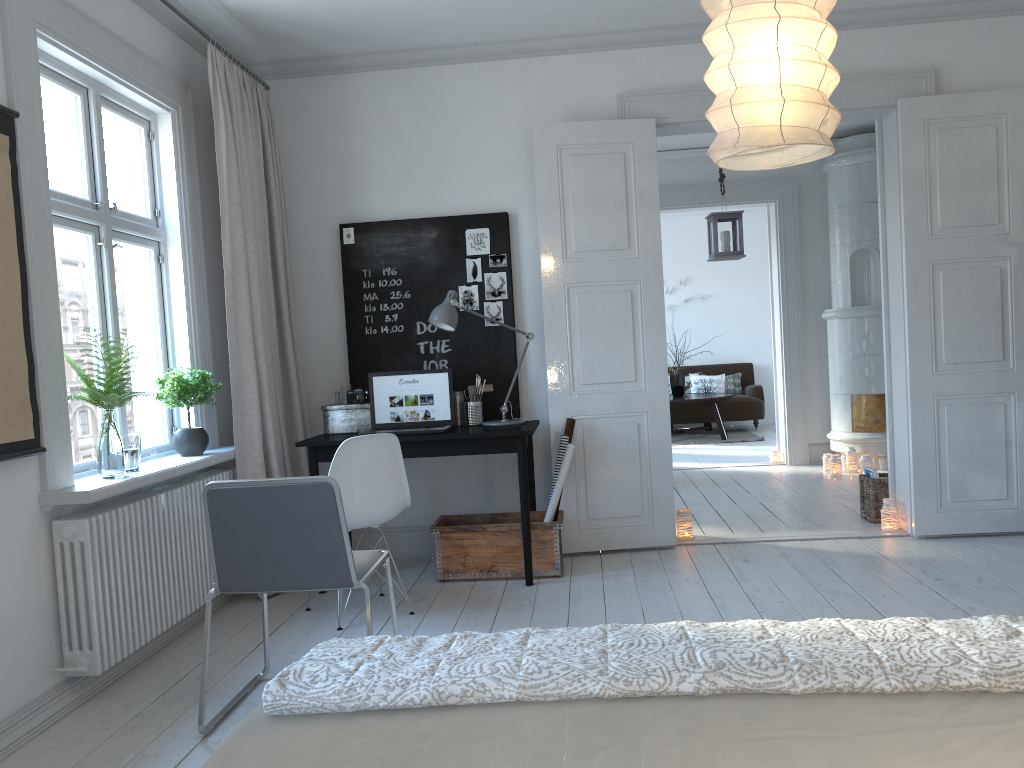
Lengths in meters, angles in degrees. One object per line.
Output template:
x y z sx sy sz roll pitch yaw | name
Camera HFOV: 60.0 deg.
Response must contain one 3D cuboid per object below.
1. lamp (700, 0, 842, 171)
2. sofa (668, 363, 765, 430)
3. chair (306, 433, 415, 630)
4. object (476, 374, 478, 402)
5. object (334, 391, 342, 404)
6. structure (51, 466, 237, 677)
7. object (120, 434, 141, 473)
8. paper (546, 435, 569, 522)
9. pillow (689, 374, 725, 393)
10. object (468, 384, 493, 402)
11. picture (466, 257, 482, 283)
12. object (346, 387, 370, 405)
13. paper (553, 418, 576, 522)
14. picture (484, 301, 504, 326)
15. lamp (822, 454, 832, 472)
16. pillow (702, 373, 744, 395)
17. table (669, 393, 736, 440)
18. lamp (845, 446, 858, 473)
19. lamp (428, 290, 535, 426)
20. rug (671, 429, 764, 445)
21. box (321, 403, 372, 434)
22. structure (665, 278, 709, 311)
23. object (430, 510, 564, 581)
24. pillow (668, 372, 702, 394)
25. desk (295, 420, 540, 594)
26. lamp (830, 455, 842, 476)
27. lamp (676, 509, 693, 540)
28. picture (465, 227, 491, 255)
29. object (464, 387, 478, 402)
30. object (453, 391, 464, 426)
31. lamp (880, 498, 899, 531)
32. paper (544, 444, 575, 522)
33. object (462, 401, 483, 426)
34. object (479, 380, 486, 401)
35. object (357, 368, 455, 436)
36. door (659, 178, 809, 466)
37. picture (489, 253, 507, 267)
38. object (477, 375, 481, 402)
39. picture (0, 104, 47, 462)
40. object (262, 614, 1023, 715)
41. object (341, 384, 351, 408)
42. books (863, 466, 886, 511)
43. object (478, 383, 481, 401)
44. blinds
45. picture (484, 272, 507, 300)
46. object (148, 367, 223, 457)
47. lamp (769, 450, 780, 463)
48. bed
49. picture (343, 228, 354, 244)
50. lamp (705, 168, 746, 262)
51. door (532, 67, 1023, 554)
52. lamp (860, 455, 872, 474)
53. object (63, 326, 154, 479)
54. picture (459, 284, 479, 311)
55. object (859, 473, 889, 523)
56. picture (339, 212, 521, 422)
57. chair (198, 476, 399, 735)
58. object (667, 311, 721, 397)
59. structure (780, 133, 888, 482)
0.645 -1.196 2.275 0.339 1.232 0.340 -1 4 36 | lamp
2.073 0.198 11.366 2.165 0.825 0.968 -3 2 5 | sofa
-0.701 0.623 3.987 0.474 0.825 0.554 -5 3 -30 | chair
-0.191 0.082 4.761 0.008 0.268 0.060 -2 3 21 | object
-0.950 0.075 4.833 0.040 0.069 0.040 -4 3 -7 | object
-1.473 0.710 3.741 0.195 0.547 1.504 -3 2 5 | structure
-1.515 0.274 3.507 0.097 0.146 0.097 -3 3 10 | object
0.214 0.609 4.644 0.266 0.669 0.043 -6 4 -40 | paper
2.493 0.010 11.314 0.471 0.309 0.188 -3 3 5 | pillow
-0.162 0.110 4.799 0.138 0.209 0.034 -4 3 -15 | object
-0.211 -0.631 4.915 0.083 0.146 0.002 -3 3 5 | picture
-0.813 0.063 4.687 0.137 0.087 0.073 -3 3 5 | object
0.244 0.563 4.709 0.297 0.747 0.048 -6 4 -40 | paper
-0.101 -0.392 4.919 0.103 0.136 0.001 -3 3 5 | picture
2.616 0.653 7.339 0.084 0.146 0.084 -3 3 9 | lamp
2.702 0.007 11.410 0.542 0.288 0.182 -3 3 6 | pillow
2.014 0.401 10.590 1.299 0.503 1.299 -4 2 -5 | table
2.762 0.616 7.226 0.098 0.210 0.098 -3 3 9 | lamp
-0.146 -0.136 4.663 0.616 0.716 0.230 -5 3 -24 | lamp
2.030 0.624 10.628 1.710 0.055 1.455 -3 2 5 | rug
-0.858 0.182 4.789 0.317 0.152 0.192 -3 2 5 | box
2.090 -1.162 11.753 1.025 0.479 0.085 -3 3 5 | structure
-0.061 0.836 4.589 0.665 0.283 0.339 -3 2 5 | object
2.209 0.033 11.415 0.473 0.348 0.158 -3 3 3 | pillow
-0.430 0.620 4.606 1.159 0.759 0.650 -3 3 5 | desk
2.596 0.652 7.109 0.089 0.166 0.089 -3 3 6 | lamp
0.990 0.805 5.082 0.089 0.166 0.089 -4 3 -3 | lamp
-0.187 -0.793 4.903 0.147 0.154 0.004 -3 3 5 | picture
-0.222 0.118 4.762 0.081 0.198 0.050 -2 3 30 | object
-0.295 0.136 4.829 0.079 0.188 0.079 -4 3 -16 | object
2.127 0.737 4.998 0.093 0.180 0.093 -4 3 -12 | lamp
0.211 0.629 4.586 0.283 0.627 0.041 -4 3 -17 | paper
-0.210 0.158 4.752 0.108 0.128 0.108 -2 3 20 | object
-0.173 0.098 4.746 0.084 0.240 0.009 -4 3 -18 | object
-0.539 0.093 4.499 0.445 0.315 0.325 -3 2 5 | object
1.726 -0.495 7.964 2.599 2.507 0.577 -3 3 5 | door
-0.079 -0.685 4.901 0.095 0.071 0.001 -3 3 5 | picture
-0.187 0.085 4.761 0.062 0.264 0.012 -6 4 -43 | object
-1.651 -0.405 2.558 0.057 1.314 0.792 -3 3 5 | picture
0.318 0.493 1.602 1.460 0.104 0.404 -3 2 5 | object
-0.901 0.071 4.762 0.056 0.130 0.167 -3 2 3 | object
2.254 0.651 5.350 0.201 0.300 0.179 -3 3 5 | books
-0.183 0.107 4.752 0.009 0.222 0.082 -1 3 34 | object
-1.222 -0.281 4.556 0.225 2.650 0.830 -3 3 5 | blinds
-0.090 -0.546 4.909 0.121 0.153 0.002 -3 3 5 | picture
-1.480 0.123 4.033 0.309 0.407 0.271 -5 3 -35 | object
2.369 0.655 7.990 0.093 0.110 0.093 -2 3 22 | lamp
0.244 0.563 0.765 1.888 1.047 2.174 -3 2 5 | bed
-0.914 -0.829 4.961 0.061 0.088 0.004 -3 3 2 | picture
1.466 -1.763 6.235 0.228 1.763 0.228 -3 3 1 | lamp
1.485 -0.380 4.962 2.599 2.507 0.577 -3 3 5 | door
2.786 0.645 6.979 0.089 0.166 0.089 -3 3 4 | lamp
-1.537 0.072 3.312 0.414 0.565 0.304 -1 3 39 | object
-0.240 -0.477 4.925 0.107 0.150 0.001 -3 3 5 | picture
2.268 0.683 5.350 0.270 0.265 0.223 -3 3 5 | object
-0.461 -0.340 4.981 0.953 1.173 0.063 -3 3 5 | picture
-0.687 0.671 2.934 0.562 0.798 0.524 -3 3 5 | chair
2.070 -0.382 10.478 0.845 1.067 0.525 -5 3 -24 | object
2.854 -0.620 7.321 1.246 2.830 0.800 -6 4 -40 | structure
